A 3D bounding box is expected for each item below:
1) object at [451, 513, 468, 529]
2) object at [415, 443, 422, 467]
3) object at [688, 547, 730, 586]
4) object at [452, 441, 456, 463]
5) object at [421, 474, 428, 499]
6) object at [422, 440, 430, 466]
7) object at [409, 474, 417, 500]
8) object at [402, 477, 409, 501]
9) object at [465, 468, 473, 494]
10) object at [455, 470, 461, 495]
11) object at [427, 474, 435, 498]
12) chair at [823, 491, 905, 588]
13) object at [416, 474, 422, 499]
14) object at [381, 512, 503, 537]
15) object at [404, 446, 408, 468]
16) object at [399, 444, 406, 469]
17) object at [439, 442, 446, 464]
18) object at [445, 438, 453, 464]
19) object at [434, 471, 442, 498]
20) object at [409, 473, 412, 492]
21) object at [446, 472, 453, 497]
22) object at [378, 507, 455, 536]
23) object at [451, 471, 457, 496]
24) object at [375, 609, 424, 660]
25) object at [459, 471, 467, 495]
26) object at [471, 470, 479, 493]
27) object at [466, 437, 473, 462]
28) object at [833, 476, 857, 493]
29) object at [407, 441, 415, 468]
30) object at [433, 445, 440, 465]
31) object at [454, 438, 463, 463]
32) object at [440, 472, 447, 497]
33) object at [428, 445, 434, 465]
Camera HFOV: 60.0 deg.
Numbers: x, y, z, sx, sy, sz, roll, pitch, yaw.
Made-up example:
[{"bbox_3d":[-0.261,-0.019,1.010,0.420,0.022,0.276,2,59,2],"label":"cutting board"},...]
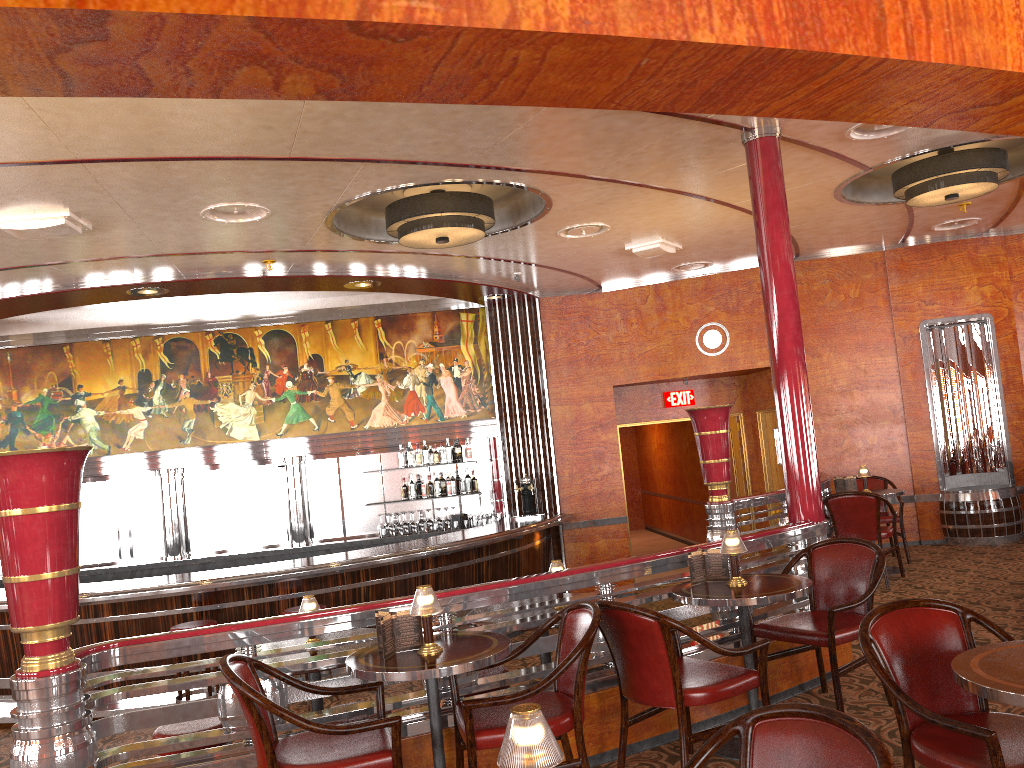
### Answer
[{"bbox_3d":[-0.625,1.601,10.327,0.169,0.156,0.195,-7,-4,20],"label":"object"},{"bbox_3d":[-1.099,0.831,10.370,0.080,0.272,0.080,-5,-3,-12],"label":"object"},{"bbox_3d":[0.920,0.886,4.303,0.169,0.156,0.195,-3,-4,-35],"label":"object"},{"bbox_3d":[-0.673,0.809,10.554,0.090,0.256,0.090,-6,-3,1],"label":"object"},{"bbox_3d":[-1.028,1.200,10.376,0.067,0.282,0.067,-3,-4,-40],"label":"object"},{"bbox_3d":[-1.010,0.805,10.357,0.078,0.305,0.078,-5,-3,-17],"label":"object"},{"bbox_3d":[-1.163,1.202,10.366,0.078,0.305,0.078,-5,-3,-12],"label":"object"},{"bbox_3d":[-1.258,1.232,10.417,0.080,0.272,0.080,-6,-3,-2],"label":"object"},{"bbox_3d":[-0.516,1.143,10.457,0.078,0.305,0.078,-6,-3,8],"label":"object"},{"bbox_3d":[-0.643,1.168,10.548,0.090,0.293,0.090,-8,-4,28],"label":"object"},{"bbox_3d":[-0.961,1.205,10.464,0.080,0.272,0.080,-6,-3,-2],"label":"object"},{"bbox_3d":[2.984,1.298,7.581,0.588,0.816,0.615,-8,-4,30],"label":"chair"},{"bbox_3d":[-1.094,1.209,10.477,0.090,0.293,0.090,-4,-4,-26],"label":"object"},{"bbox_3d":[-0.810,1.636,10.396,1.425,0.134,0.403,-6,-4,1],"label":"object"},{"bbox_3d":[-1.227,0.859,10.464,0.090,0.256,0.090,-7,-3,16],"label":"object"},{"bbox_3d":[-1.289,0.844,10.352,0.067,0.282,0.067,-8,-4,40],"label":"object"},{"bbox_3d":[-0.828,0.812,10.493,0.080,0.272,0.080,-3,-4,-37],"label":"object"},{"bbox_3d":[-0.743,0.781,10.398,0.078,0.305,0.078,-4,-4,-25],"label":"object"},{"bbox_3d":[-0.871,1.172,10.363,0.078,0.305,0.078,-8,-4,33],"label":"object"},{"bbox_3d":[-1.176,1.209,10.455,0.078,0.305,0.207,-5,-3,-9],"label":"object"},{"bbox_3d":[-0.738,1.169,10.348,0.067,0.282,0.067,-4,-4,-31],"label":"object"},{"bbox_3d":[-1.103,1.605,10.324,0.951,0.244,0.397,-6,-4,-2],"label":"object"},{"bbox_3d":[-0.691,1.170,10.422,0.067,0.282,0.067,-3,-5,-45],"label":"object"},{"bbox_3d":[-0.479,0.969,3.466,0.195,0.156,0.169,-2,-5,-45],"label":"object"},{"bbox_3d":[-0.581,1.162,10.404,0.080,0.272,0.080,-6,-3,-2],"label":"object"},{"bbox_3d":[-0.449,1.159,10.549,0.080,0.272,0.080,-5,-3,-7],"label":"object"},{"bbox_3d":[-0.505,0.770,10.423,0.067,0.282,0.067,-6,-3,6],"label":"object"},{"bbox_3d":[3.125,0.937,8.240,0.169,0.156,0.195,-5,-4,-10],"label":"object"},{"bbox_3d":[-1.185,0.823,10.363,0.078,0.305,0.078,-5,-3,-15],"label":"object"},{"bbox_3d":[-0.888,0.829,10.391,0.070,0.238,0.070,-4,-4,-31],"label":"object"},{"bbox_3d":[-0.626,0.775,10.393,0.090,0.293,0.090,-8,-4,28],"label":"object"},{"bbox_3d":[-0.819,1.180,10.462,0.090,0.293,0.090,-5,-3,-11],"label":"object"},{"bbox_3d":[-0.978,0.843,10.445,0.068,0.235,0.212,-7,-4,15],"label":"object"}]
